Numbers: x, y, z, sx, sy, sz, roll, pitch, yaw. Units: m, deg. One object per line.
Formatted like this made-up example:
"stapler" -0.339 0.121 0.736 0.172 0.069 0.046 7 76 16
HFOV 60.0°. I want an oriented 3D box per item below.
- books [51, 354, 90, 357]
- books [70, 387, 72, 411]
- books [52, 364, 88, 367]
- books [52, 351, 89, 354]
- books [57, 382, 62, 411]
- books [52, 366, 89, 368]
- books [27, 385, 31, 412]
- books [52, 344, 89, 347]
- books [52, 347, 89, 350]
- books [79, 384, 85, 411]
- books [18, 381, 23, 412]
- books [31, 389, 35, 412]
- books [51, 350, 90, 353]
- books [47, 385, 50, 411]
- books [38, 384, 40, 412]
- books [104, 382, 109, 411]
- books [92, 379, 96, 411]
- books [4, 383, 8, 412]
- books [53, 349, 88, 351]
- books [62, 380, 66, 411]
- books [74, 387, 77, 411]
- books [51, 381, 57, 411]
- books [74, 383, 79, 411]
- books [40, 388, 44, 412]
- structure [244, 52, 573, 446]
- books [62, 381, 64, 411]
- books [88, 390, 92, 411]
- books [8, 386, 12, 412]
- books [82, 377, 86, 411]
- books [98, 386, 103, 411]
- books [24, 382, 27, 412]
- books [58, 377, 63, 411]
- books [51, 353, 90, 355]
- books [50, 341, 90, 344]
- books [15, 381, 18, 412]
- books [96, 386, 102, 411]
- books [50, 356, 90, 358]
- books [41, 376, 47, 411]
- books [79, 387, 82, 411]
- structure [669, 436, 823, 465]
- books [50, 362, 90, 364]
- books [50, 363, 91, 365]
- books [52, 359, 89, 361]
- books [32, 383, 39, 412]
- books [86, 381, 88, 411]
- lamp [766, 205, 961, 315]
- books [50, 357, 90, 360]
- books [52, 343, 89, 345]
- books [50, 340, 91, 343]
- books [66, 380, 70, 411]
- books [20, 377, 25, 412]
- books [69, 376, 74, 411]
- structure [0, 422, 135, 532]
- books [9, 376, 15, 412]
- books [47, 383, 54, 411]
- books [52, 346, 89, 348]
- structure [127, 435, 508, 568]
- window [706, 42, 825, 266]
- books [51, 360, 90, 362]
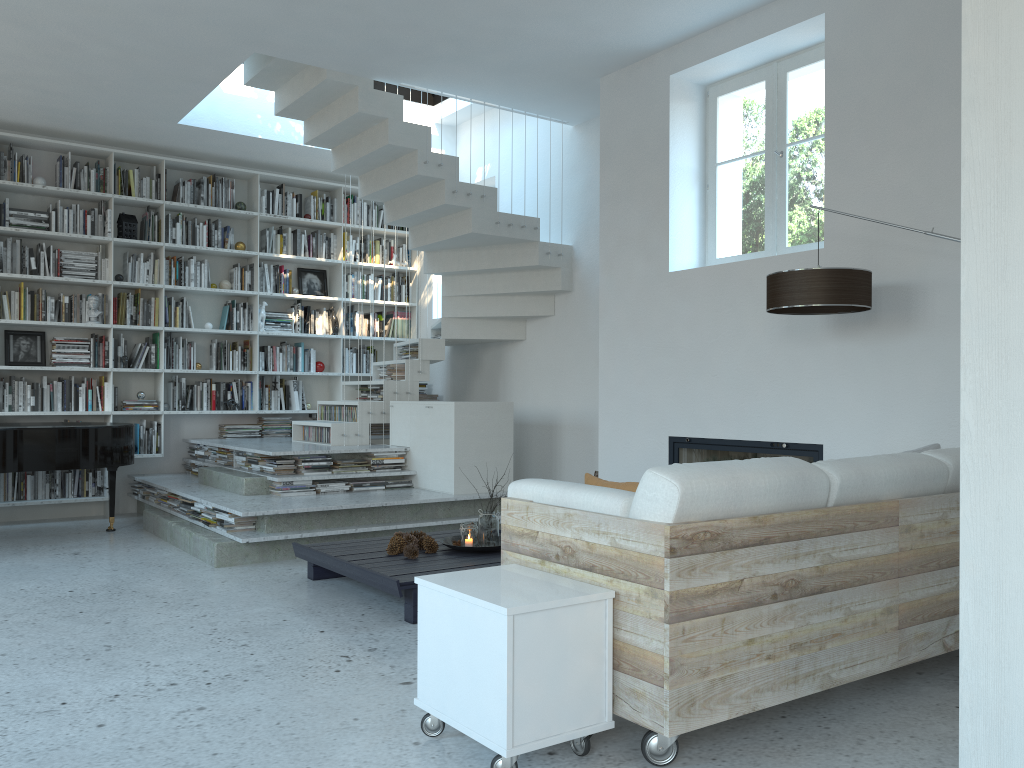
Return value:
"books" -3.737 -0.238 7.500 0.285 0.012 0.159 1 -1 -33
"books" -3.744 0.129 7.496 0.021 0.203 0.128 0 0 -35
"books" -3.738 -0.154 7.499 0.254 0.012 0.161 1 -1 -33
"books" -3.733 -0.262 7.495 0.254 0.012 0.161 1 -1 -40
"books" -3.806 0.106 7.434 0.026 0.245 0.191 0 0 -35
"books" -3.735 -0.142 7.496 0.254 0.012 0.161 1 -1 -39
"books" -3.988 0.118 7.302 0.023 0.217 0.174 0 0 -35
"books" -3.735 -0.322 7.498 0.254 0.012 0.161 1 -1 -38
"books" -3.735 -0.298 7.498 0.254 0.012 0.161 1 -1 -38
"books" -3.658 0.114 7.540 0.023 0.234 0.174 0 0 -35
"books" -4.040 0.103 7.274 0.027 0.245 0.179 0 0 -35
"books" -3.964 0.135 7.313 0.029 0.184 0.174 0 0 -35
"books" -3.733 -0.274 7.494 0.285 0.012 0.159 1 -1 -30
"books" -3.883 0.118 7.403 0.025 0.220 0.140 0 0 -35
"books" -3.933 0.112 7.356 0.013 0.230 0.139 0 0 -35
"books" -3.506 0.110 7.638 0.033 0.246 0.176 0 0 -35
"books" -3.591 0.096 7.596 0.026 0.272 0.175 0 0 -35
"books" -4.120 0.107 7.210 0.027 0.234 0.167 0 0 -35
"books" -3.735 -0.286 7.498 0.254 0.012 0.161 1 -1 -32
"books" -3.775 0.099 7.465 0.010 0.261 0.181 0 0 -35
"books" -3.708 0.127 7.506 0.024 0.207 0.183 0 0 -35
"books" -3.843 0.102 7.441 0.025 0.254 0.136 0 0 -35
"books" -3.699 0.113 7.526 0.014 0.235 0.154 0 0 -35
"books" -3.911 0.129 7.356 0.023 0.196 0.165 0 0 -35
"structure" -1.104 -0.869 7.151 2.613 3.382 1.954 1 0 -35
"books" -3.790 0.104 7.467 0.011 0.251 0.158 0 0 -35
"books" -3.613 0.140 7.566 0.023 0.183 0.169 0 0 -35
"books" -4.106 0.121 7.235 0.024 0.208 0.170 0 0 -35
"books" -3.649 0.085 7.561 0.014 0.294 0.137 0 0 -35
"books" -3.536 0.125 7.623 0.011 0.216 0.166 0 0 -35
"books" -4.018 0.104 7.307 0.021 0.244 0.141 0 0 -35
"books" -3.804 0.086 7.465 0.014 0.286 0.134 0 0 -35
"books" -3.733 -0.250 7.494 0.285 0.012 0.159 1 -1 -30
"books" -3.737 -0.347 7.500 0.285 0.012 0.159 1 -1 -33
"books" -4.071 0.102 7.273 0.024 0.247 0.132 0 0 -35
"books" -3.557 0.127 7.607 0.042 0.212 0.169 0 0 -35
"books" -3.739 -0.226 7.502 0.285 0.012 0.159 1 -1 -34
"books" -3.898 0.082 7.382 0.026 0.291 0.152 0 0 -35
"books" -3.677 0.129 7.527 0.023 0.204 0.167 0 0 -35
"structure" 1.587 0.614 5.244 0.735 0.584 1.211 1 -1 -39
"books" -3.739 -0.178 7.501 0.285 0.012 0.159 1 -1 -36
"books" -3.733 -0.166 7.494 0.285 0.012 0.159 1 -1 -40
"books" -3.734 -0.202 7.494 0.254 0.012 0.161 1 -1 -40
"books" -3.944 0.108 7.336 0.029 0.238 0.165 0 0 -35
"books" -3.642 0.104 7.575 0.014 0.256 0.145 0 0 -35
"lamp" 1.854 0.131 3.822 1.558 1.965 0.470 0 0 40
"books" -3.740 -0.214 7.504 0.285 0.012 0.159 1 -1 -35
"books" -3.734 -0.335 7.496 0.254 0.012 0.161 1 -1 -39
"books" -3.732 -0.359 7.494 0.285 0.012 0.159 1 -1 -40
"books" -3.755 0.098 7.470 0.028 0.264 0.161 0 0 -35
"books" -4.022 0.085 7.282 0.013 0.282 0.166 0 0 -35
"books" -3.725 0.082 7.497 0.012 0.296 0.177 0 0 -35
"structure" -3.624 0.707 6.210 1.918 0.833 1.334 1 -1 -35
"books" -4.095 0.080 7.263 0.027 0.290 0.140 0 0 -35
"books" -3.857 0.110 7.413 0.031 0.237 0.159 0 0 -35
"books" -3.734 -0.310 7.496 0.254 0.012 0.161 1 -1 -39
"structure" -1.444 0.827 7.381 2.899 0.659 3.112 1 -1 -35
"window" 1.554 -1.312 5.250 0.072 1.226 1.117 0 0 -35
"books" -3.733 -0.190 7.494 0.285 0.012 0.159 1 -1 -30
